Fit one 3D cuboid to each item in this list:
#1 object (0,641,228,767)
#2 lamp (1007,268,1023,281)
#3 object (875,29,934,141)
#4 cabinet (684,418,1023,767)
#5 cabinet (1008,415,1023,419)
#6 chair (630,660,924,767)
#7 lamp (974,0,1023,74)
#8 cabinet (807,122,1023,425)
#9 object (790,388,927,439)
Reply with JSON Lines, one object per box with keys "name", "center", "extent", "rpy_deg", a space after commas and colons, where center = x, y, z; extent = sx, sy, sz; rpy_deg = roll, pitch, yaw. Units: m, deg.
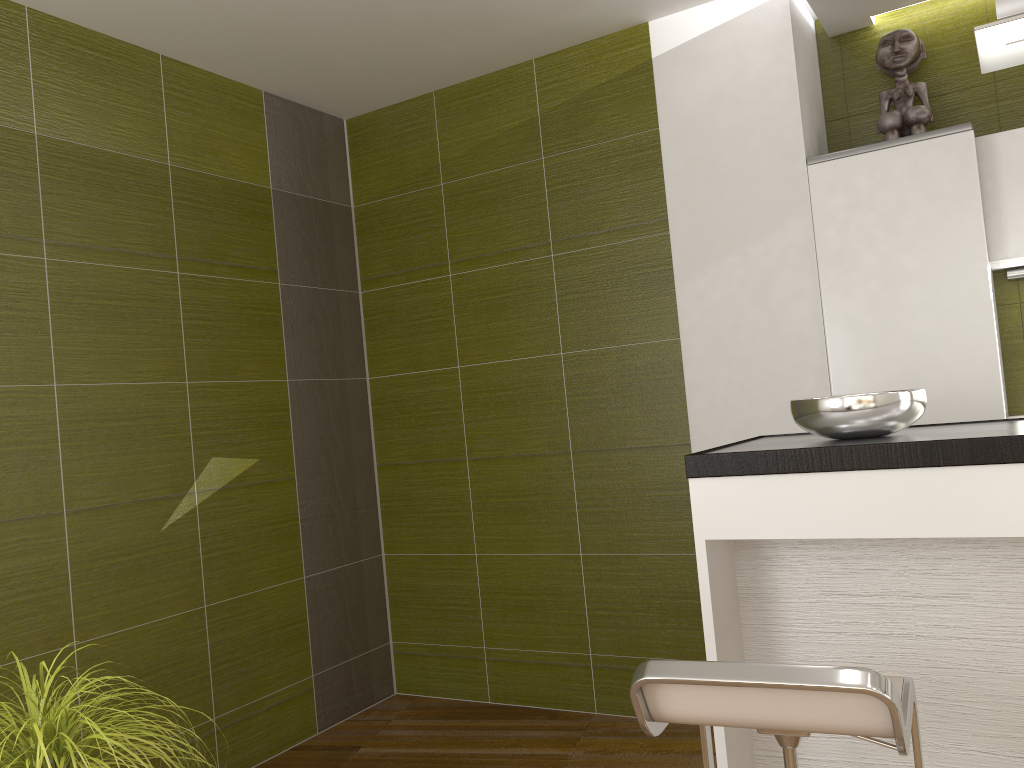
{"name": "object", "center": [-0.832, 0.951, 1.644], "extent": [0.606, 0.904, 0.585], "rpy_deg": [-5, -2, -1]}
{"name": "lamp", "center": [2.138, -0.436, 3.098], "extent": [0.715, 0.041, 0.041], "rpy_deg": [-6, -2, 30]}
{"name": "object", "center": [1.452, -1.096, 3.304], "extent": [0.195, 0.488, 0.304], "rpy_deg": [-6, -2, 28]}
{"name": "cabinet", "center": [1.880, 0.579, 1.565], "extent": [2.947, 1.134, 0.663], "rpy_deg": [-6, -2, 30]}
{"name": "cabinet", "center": [3.042, 0.521, 2.342], "extent": [2.940, 1.086, 0.465], "rpy_deg": [-6, -2, 30]}
{"name": "chair", "center": [0.491, 0.846, 1.508], "extent": [0.418, 0.857, 0.460], "rpy_deg": [-6, -2, 26]}
{"name": "lamp", "center": [1.754, -1.174, 1.617], "extent": [1.677, 0.683, 0.326], "rpy_deg": [-6, -2, 30]}
{"name": "cabinet", "center": [2.829, 0.045, 2.600], "extent": [3.471, 2.089, 0.724], "rpy_deg": [-6, -2, 30]}
{"name": "object", "center": [0.847, 0.078, 2.169], "extent": [0.311, 0.105, 0.311], "rpy_deg": [-7, -3, 43]}
